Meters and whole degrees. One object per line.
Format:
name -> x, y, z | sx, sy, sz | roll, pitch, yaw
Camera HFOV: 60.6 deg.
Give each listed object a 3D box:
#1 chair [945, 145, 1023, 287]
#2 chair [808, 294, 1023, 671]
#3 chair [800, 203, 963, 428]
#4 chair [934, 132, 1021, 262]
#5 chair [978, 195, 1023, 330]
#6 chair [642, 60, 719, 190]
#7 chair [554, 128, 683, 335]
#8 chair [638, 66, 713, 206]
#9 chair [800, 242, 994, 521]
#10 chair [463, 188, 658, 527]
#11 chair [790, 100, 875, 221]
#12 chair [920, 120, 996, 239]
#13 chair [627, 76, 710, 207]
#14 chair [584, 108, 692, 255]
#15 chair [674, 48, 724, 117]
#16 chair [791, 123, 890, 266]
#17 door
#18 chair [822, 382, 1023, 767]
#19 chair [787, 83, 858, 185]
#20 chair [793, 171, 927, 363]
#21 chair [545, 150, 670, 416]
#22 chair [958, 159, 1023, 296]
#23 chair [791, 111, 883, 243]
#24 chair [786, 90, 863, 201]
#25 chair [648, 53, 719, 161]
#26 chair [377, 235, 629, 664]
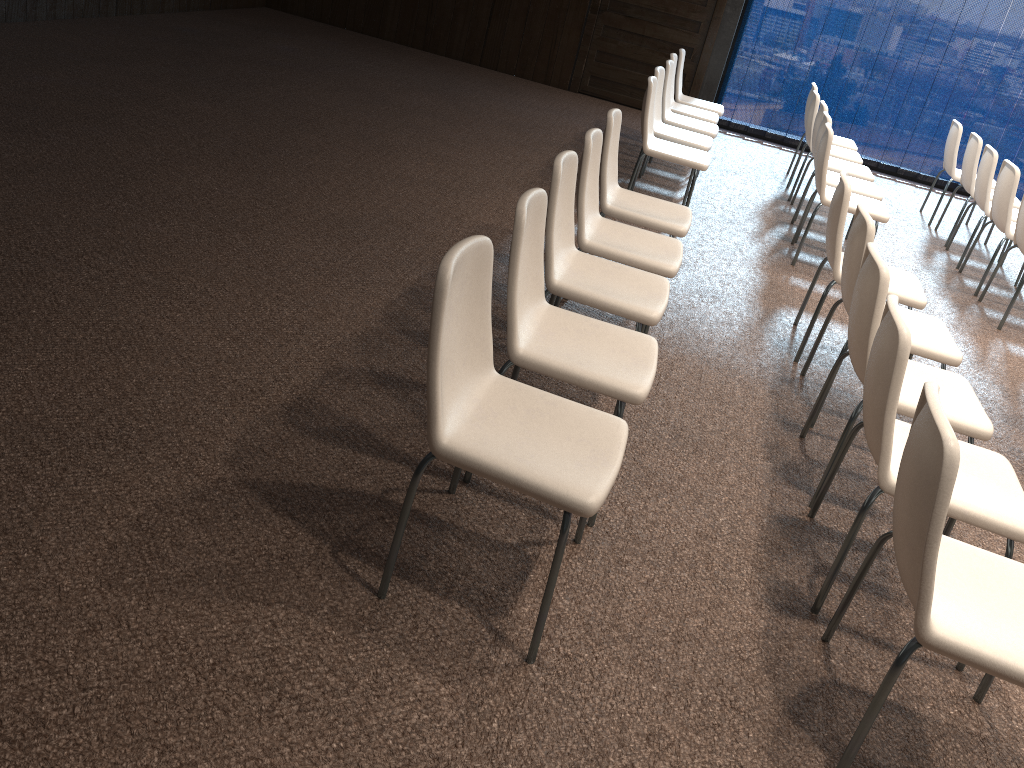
chair -> 3.684, -1.288, 6.589 | 0.563, 0.854, 0.555 | 19, 24, 11
chair -> 1.247, 0.245, 2.622 | 0.563, 0.854, 0.555 | 19, 24, 11
chair -> 1.594, -0.257, 3.719 | 0.562, 0.854, 0.556 | 18, 23, 8
chair -> 3.872, -1.545, 7.153 | 0.563, 0.854, 0.555 | 19, 24, 10
chair -> 3.367, -0.773, 5.483 | 0.562, 0.854, 0.556 | 18, 24, 9
chair -> 1.394, -2.108, 7.085 | 0.563, 0.854, 0.556 | 18, 24, 10
chair -> 0.493, -0.636, 3.929 | 0.562, 0.854, 0.556 | 18, 23, 8
chair -> 1.217, -1.853, 6.529 | 0.563, 0.854, 0.555 | 19, 24, 11
chair -> 1.405, 0.000, 3.152 | 0.562, 0.854, 0.556 | 18, 23, 8
chair -> 0.198, -0.127, 2.843 | 0.562, 0.854, 0.556 | 18, 23, 8
chair -> 2.537, -1.703, 6.846 | 0.562, 0.854, 0.556 | 18, 24, 9
chair -> 4.013, -1.821, 7.733 | 0.563, 0.854, 0.555 | 19, 24, 10
chair -> 1.075, -1.581, 5.956 | 0.562, 0.854, 0.556 | 18, 23, 8
chair -> 0.649, -0.904, 4.498 | 0.562, 0.854, 0.556 | 18, 23, 8
chair -> 1.702, -2.610, 8.162 | 0.562, 0.854, 0.556 | 18, 23, 8
chair -> 2.183, -1.202, 5.749 | 0.563, 0.854, 0.555 | 19, 24, 11
door -> 1.583, -4.141, 9.428 | 1.412, 2.283, 0.281 | 19, 22, 10
chair -> 1.092, 0.510, 2.058 | 0.564, 0.854, 0.555 | 19, 24, 11
chair -> 2.856, -2.230, 7.974 | 0.562, 0.854, 0.556 | 18, 24, 9
chair -> 1.736, -0.536, 4.303 | 0.563, 0.854, 0.555 | 19, 24, 11
chair -> 0.338, -0.401, 3.420 | 0.562, 0.854, 0.556 | 18, 24, 9
chair -> 3.522, -1.038, 6.049 | 0.562, 0.854, 0.556 | 18, 24, 9
chair -> 2.358, -1.442, 6.277 | 0.562, 0.854, 0.556 | 18, 24, 9
chair -> 2.678, -1.974, 7.414 | 0.562, 0.854, 0.556 | 18, 24, 9
chair -> 1.525, -2.369, 7.632 | 0.562, 0.854, 0.556 | 18, 24, 9
chair -> 0.017, 0.122, 2.298 | 0.563, 0.854, 0.555 | 19, 24, 11
